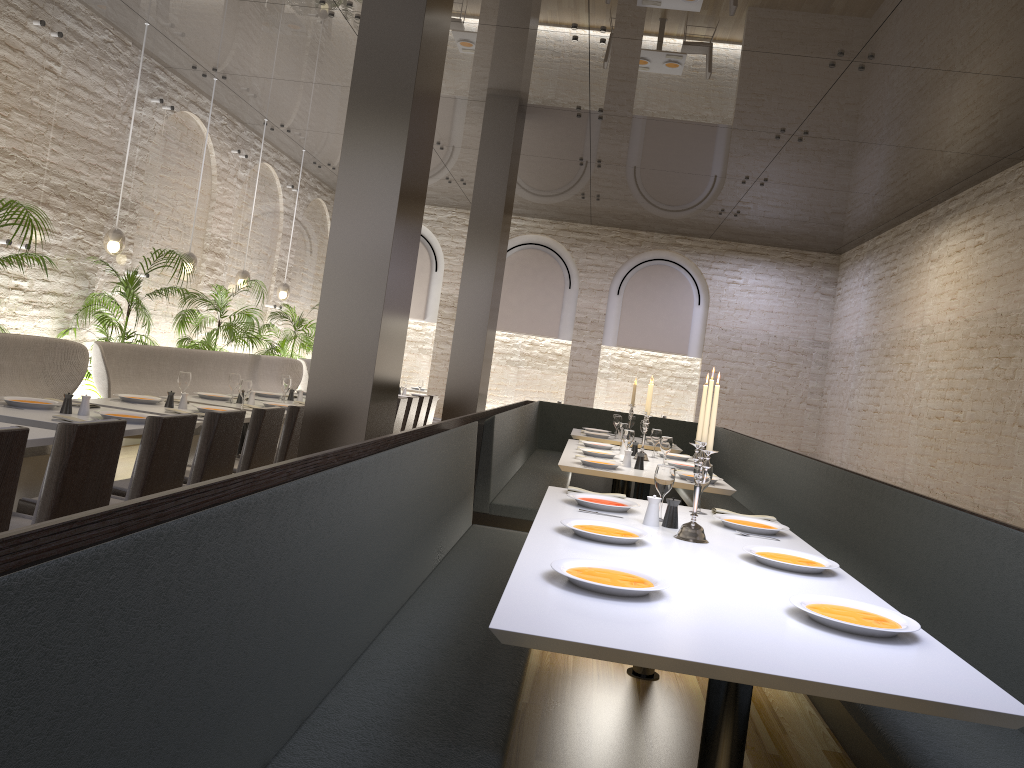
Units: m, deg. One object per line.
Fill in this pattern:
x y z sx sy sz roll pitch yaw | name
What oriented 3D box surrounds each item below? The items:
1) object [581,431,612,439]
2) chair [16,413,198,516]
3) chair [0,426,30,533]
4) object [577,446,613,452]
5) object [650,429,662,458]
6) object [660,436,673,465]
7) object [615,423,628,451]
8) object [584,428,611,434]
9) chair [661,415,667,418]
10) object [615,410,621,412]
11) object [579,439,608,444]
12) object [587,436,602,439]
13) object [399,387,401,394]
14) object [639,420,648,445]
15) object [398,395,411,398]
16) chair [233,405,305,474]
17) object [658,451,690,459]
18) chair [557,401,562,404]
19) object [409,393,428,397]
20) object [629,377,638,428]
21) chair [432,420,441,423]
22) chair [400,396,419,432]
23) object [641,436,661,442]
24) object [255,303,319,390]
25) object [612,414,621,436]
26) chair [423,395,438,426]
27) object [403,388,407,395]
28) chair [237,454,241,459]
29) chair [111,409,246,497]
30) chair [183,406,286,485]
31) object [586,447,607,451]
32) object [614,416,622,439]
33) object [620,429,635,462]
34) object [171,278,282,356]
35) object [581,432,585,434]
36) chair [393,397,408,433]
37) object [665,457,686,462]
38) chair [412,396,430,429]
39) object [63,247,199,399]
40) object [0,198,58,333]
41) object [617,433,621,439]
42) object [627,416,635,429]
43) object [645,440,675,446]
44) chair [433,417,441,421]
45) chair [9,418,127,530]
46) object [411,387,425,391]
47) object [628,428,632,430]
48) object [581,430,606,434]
0.856 0.517 8.916 0.321 0.036 0.322 8 1 -19 | object
-1.775 0.550 3.884 0.566 0.907 0.411 8 -1 5 | chair
-1.885 0.551 2.678 0.566 0.907 0.411 8 -1 5 | chair
0.647 0.522 6.928 0.273 0.033 0.142 8 1 5 | object
1.157 0.482 7.167 0.086 0.231 0.086 7 -1 17 | object
1.066 0.483 6.174 0.086 0.231 0.087 9 -2 -43 | object
0.930 0.446 7.477 0.086 0.231 0.086 7 -1 17 | object
0.923 0.516 9.658 0.322 0.036 0.321 8 1 1 | object
2.295 0.957 15.138 0.566 0.907 0.411 8 -1 5 | chair
1.328 0.450 11.235 0.087 0.231 0.086 7 -2 35 | object
0.725 0.521 7.783 0.273 0.033 0.142 8 1 5 | object
0.828 0.526 8.711 0.185 0.010 0.017 8 0 6 | object
-1.600 0.091 12.583 0.059 0.109 0.059 7 -1 41 | object
1.302 0.480 8.762 0.086 0.231 0.086 7 -2 41 | object
-1.414 0.171 11.485 0.322 0.036 0.321 8 1 43 | object
-1.619 0.548 5.601 0.566 0.907 0.411 8 -1 5 | chair
1.404 0.615 7.718 0.273 0.033 0.142 8 1 5 | object
1.001 0.777 15.263 0.566 0.907 0.411 8 -1 5 | chair
-1.310 0.170 12.620 0.322 0.036 0.321 8 1 43 | object
1.255 0.251 9.274 0.132 0.657 0.389 7 -1 16 | object
-1.025 0.542 12.131 0.566 0.907 0.411 8 -1 5 | chair
-1.307 0.545 9.029 0.566 0.907 0.411 8 -1 5 | chair
1.549 0.603 9.596 0.320 0.036 0.322 7 1 -36 | object
-3.071 -0.270 12.338 1.143 1.977 1.189 8 -1 -14 | object
1.116 0.444 9.525 0.086 0.231 0.086 7 -2 41 | object
-1.204 0.544 10.171 0.566 0.907 0.411 8 -1 5 | chair
-1.527 0.100 12.622 0.059 0.109 0.059 7 -1 41 | object
-1.568 0.548 6.164 0.566 0.907 0.411 8 -1 5 | chair
-1.724 0.549 4.446 0.566 0.907 0.411 8 -1 5 | chair
-1.670 0.549 5.038 0.566 0.907 0.411 8 -1 5 | chair
0.692 0.528 7.222 0.185 0.010 0.017 8 0 6 | object
1.075 0.445 9.073 0.086 0.231 0.086 7 -2 41 | object
0.830 0.447 6.383 0.086 0.231 0.086 8 -1 5 | object
-3.309 -0.270 9.888 1.141 1.977 1.191 9 -1 -44 | object
0.854 0.520 9.198 0.273 0.033 0.142 8 1 5 | object
-1.359 0.545 8.463 0.566 0.907 0.411 8 -1 5 | chair
1.325 0.612 7.184 0.181 0.015 0.038 8 0 7 | object
-1.254 0.544 9.616 0.566 0.907 0.411 8 -1 5 | chair
-3.489 -0.268 7.887 1.148 1.977 1.184 7 -1 36 | object
-3.680 -0.266 5.786 1.148 1.977 1.184 7 -1 36 | object
1.122 0.507 9.167 0.068 0.127 0.069 9 -1 -43 | object
1.298 0.467 9.696 0.086 0.231 0.086 8 -1 -25 | object
1.481 0.603 8.853 0.321 0.036 0.322 8 1 -19 | object
-0.973 0.541 12.706 0.566 0.907 0.411 8 -1 5 | chair
-1.831 0.550 3.270 0.566 0.907 0.411 8 -1 5 | chair
-1.647 0.084 15.536 0.322 0.036 0.320 8 1 40 | object
1.199 0.518 9.135 0.068 0.127 0.069 9 -1 -43 | object
0.868 0.520 9.352 0.273 0.033 0.142 8 1 5 | object
